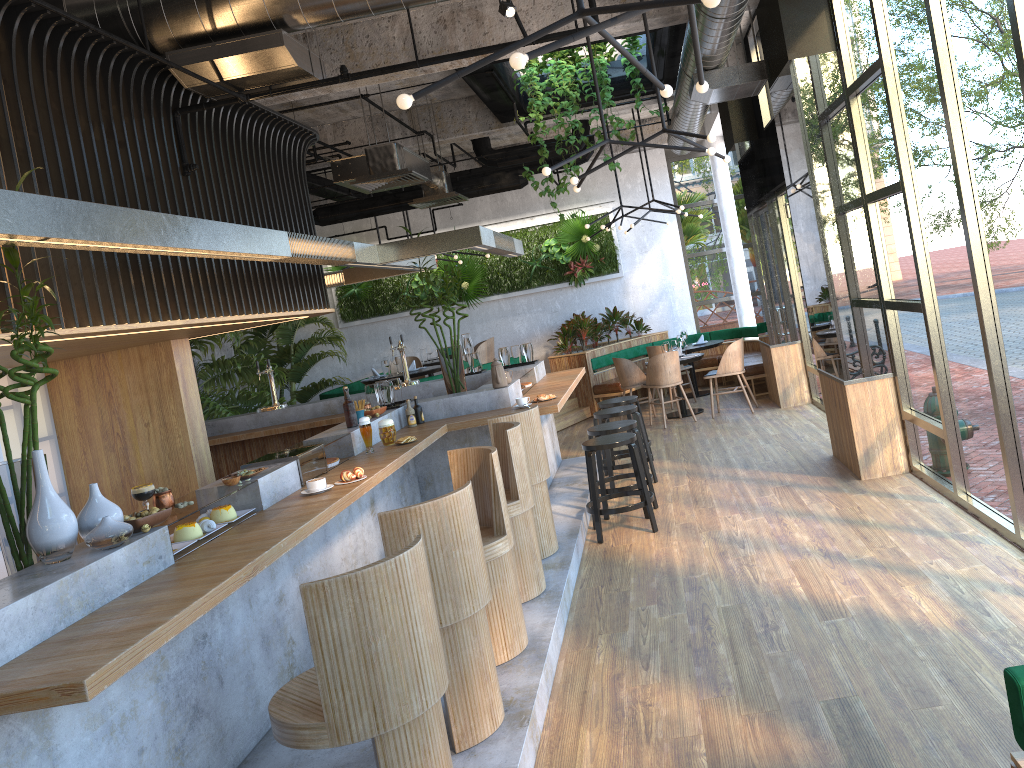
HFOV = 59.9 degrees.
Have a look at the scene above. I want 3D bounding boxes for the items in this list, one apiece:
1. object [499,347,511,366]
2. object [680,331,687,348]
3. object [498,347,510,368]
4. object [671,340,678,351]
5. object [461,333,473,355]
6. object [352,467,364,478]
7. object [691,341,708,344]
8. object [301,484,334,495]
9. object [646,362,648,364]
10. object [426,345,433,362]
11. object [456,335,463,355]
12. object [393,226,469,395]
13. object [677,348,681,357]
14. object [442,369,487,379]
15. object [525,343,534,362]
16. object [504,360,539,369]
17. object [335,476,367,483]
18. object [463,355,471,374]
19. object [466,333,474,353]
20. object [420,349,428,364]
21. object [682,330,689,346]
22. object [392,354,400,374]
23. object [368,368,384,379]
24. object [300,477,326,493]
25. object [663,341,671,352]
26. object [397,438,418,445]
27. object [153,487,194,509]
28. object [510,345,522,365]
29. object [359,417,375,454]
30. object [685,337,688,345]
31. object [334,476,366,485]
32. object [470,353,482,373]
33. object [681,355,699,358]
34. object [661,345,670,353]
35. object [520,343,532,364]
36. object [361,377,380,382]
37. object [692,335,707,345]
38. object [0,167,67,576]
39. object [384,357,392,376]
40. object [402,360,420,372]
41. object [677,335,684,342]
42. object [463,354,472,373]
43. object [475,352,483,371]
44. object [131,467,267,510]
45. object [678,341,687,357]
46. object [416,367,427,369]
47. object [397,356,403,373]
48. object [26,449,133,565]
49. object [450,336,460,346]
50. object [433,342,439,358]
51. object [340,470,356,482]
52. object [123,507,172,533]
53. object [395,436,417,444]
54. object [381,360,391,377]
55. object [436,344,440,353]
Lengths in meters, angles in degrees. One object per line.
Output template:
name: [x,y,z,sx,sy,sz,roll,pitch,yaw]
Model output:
object: [-0.069,-0.274,9.166,0.105,0.208,0.106,-10,2,1]
object: [2.567,-0.663,13.259,0.095,0.244,0.091,-11,2,-11]
object: [-0.079,-0.262,9.051,0.105,0.208,0.106,-10,2,1]
object: [2.146,-0.453,11.676,0.097,0.244,0.089,-11,2,-26]
object: [-0.464,-0.407,9.064,0.107,0.208,0.104,-11,2,-9]
object: [-0.812,0.468,4.660,0.061,0.059,0.074,-11,3,-2]
object: [2.884,-0.640,13.664,0.253,0.019,0.159,-10,5,5]
object: [-0.978,0.537,4.468,0.160,0.020,0.162,-10,5,3]
object: [1.903,-0.306,11.826,0.260,0.019,0.155,-11,5,-10]
object: [-1.227,-0.454,13.259,0.095,0.244,0.091,-11,2,-11]
object: [-0.568,-0.398,9.173,0.107,0.208,0.104,-11,2,-9]
object: [-0.584,-0.547,7.253,0.661,1.544,0.597,-10,2,12]
object: [2.218,-0.432,11.980,0.222,0.138,0.244,-8,5,32]
object: [-0.480,-0.098,9.116,0.434,0.018,0.276,-10,5,5]
object: [0.172,-0.316,9.149,0.102,0.208,0.109,-10,2,21]
object: [0.056,-0.193,9.082,0.434,0.018,0.276,-10,5,5]
object: [-0.843,0.502,4.655,0.116,0.005,0.127,-5,7,46]
object: [-0.482,-0.192,9.064,0.107,0.208,0.104,-11,2,-9]
object: [-0.455,-0.417,9.155,0.107,0.208,0.104,-11,2,-9]
object: [-2.362,-0.122,10.241,0.102,0.500,6.288,-10,5,21]
object: [2.638,-0.698,13.517,0.095,0.244,0.091,-11,2,-11]
object: [-1.499,-0.258,11.525,0.096,0.244,0.089,-11,2,-22]
object: [-1.746,-0.147,11.445,0.233,0.138,0.233,-10,4,0]
object: [-1.003,0.513,4.470,0.136,0.064,0.109,-11,4,-14]
object: [2.042,-0.432,11.658,0.093,0.244,0.093,-10,2,1]
object: [-0.685,0.377,5.767,0.156,0.013,0.144,-12,5,-22]
object: [-1.451,0.483,3.791,0.162,0.106,0.086,-13,4,-38]
object: [0.048,-0.290,9.107,0.102,0.208,0.109,-10,2,21]
object: [-0.916,0.322,5.603,0.071,0.231,0.079,-9,2,39]
object: [2.659,-0.697,13.686,0.100,0.208,0.111,-9,3,41]
object: [-0.845,0.504,4.651,0.162,0.005,0.173,-9,5,18]
object: [-0.371,-0.211,9.045,0.105,0.208,0.106,-10,2,1]
object: [2.313,-0.363,11.622,0.166,0.019,0.242,-14,6,-38]
object: [2.043,-0.424,11.776,0.104,0.208,0.107,-10,2,6]
object: [0.145,-0.302,9.041,0.102,0.208,0.109,-10,2,21]
object: [-1.768,-0.068,11.224,0.253,0.019,0.159,-10,5,5]
object: [2.825,-0.663,13.406,0.238,0.138,0.229,-11,4,-10]
object: [-1.809,0.019,3.197,0.638,1.544,0.617,-9,2,45]
object: [-1.570,-0.223,11.266,0.088,0.244,0.097,-9,2,35]
object: [-1.312,-0.223,11.414,0.223,0.138,0.244,-8,4,29]
object: [2.498,-0.620,13.120,0.100,0.208,0.111,-9,3,41]
object: [-0.473,-0.203,9.173,0.107,0.208,0.104,-11,2,-9]
object: [-0.368,-0.221,9.157,0.105,0.208,0.106,-10,2,1]
object: [-1.381,0.435,4.044,0.206,0.134,0.822,-9,5,15]
object: [2.268,-0.466,11.797,0.111,0.208,0.100,-12,3,-44]
object: [-1.253,-0.200,11.672,0.253,0.019,0.159,-10,5,5]
object: [-1.479,-0.257,11.694,0.100,0.208,0.111,-9,3,41]
object: [-1.573,0.411,3.178,0.333,0.396,0.304,-12,3,-35]
object: [-0.580,-0.386,9.061,0.107,0.208,0.104,-11,2,-9]
object: [-1.217,-0.548,14.346,0.095,0.244,0.091,-11,2,-11]
object: [-0.865,0.479,4.648,0.073,0.059,0.126,-12,4,-23]
object: [-1.443,0.530,3.419,0.187,0.073,0.235,-8,5,27]
object: [-0.690,0.363,5.765,0.092,0.041,0.149,-7,6,40]
object: [-2.449,-0.020,9.220,0.101,0.500,4.318,-10,4,25]
object: [-2.358,-0.181,10.927,0.103,0.500,7.698,-10,5,19]
